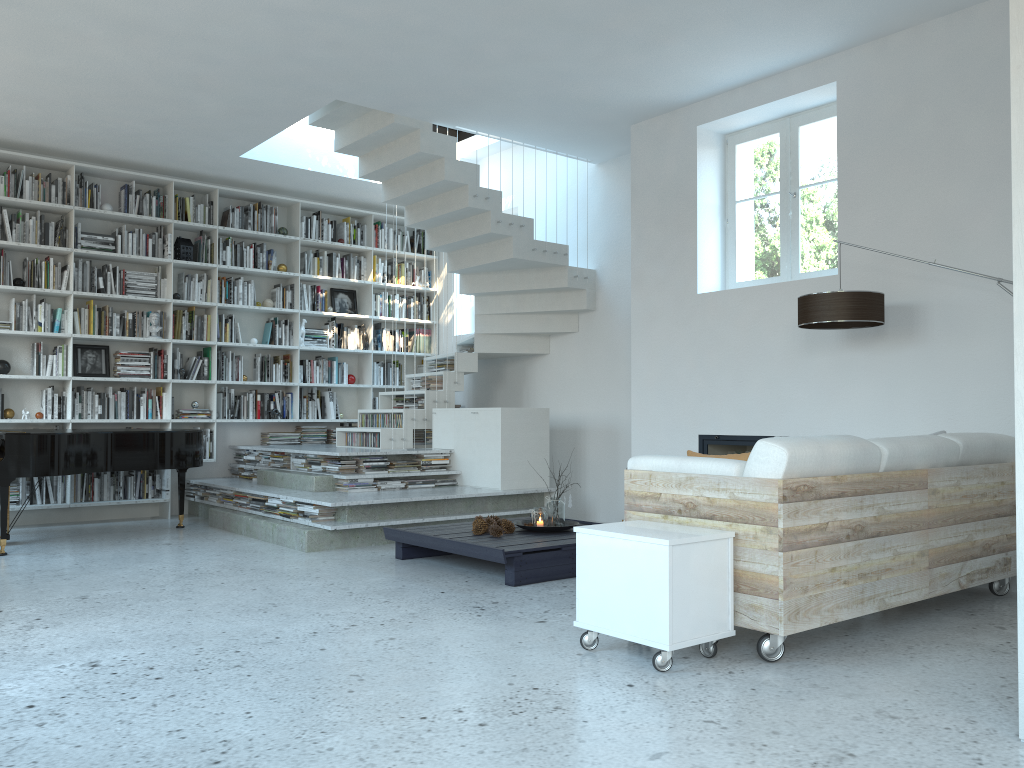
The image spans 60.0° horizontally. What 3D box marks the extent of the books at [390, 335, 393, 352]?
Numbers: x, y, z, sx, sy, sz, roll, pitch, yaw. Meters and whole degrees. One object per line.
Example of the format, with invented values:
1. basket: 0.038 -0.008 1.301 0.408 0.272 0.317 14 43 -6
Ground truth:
1. books: -1.365 -0.439 9.794 0.023 0.189 0.169 1 -2 -39

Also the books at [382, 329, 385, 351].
1. books: -1.445 -0.469 9.731 0.026 0.245 0.180 1 -2 -39

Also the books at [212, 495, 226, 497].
1. books: -2.559 0.990 7.891 0.147 0.012 0.206 2 -3 -38

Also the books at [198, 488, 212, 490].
1. books: -2.759 0.960 8.127 0.160 0.009 0.291 2 -3 -37

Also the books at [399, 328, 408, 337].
1. books: -1.217 -0.477 9.935 0.026 0.277 0.170 1 -2 -39

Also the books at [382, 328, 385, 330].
1. books: -1.434 -0.478 9.755 0.022 0.265 0.157 1 -2 -39

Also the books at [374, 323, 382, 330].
1. books: -1.472 -0.507 9.735 0.012 0.322 0.141 1 -2 -39

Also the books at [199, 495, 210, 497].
1. books: -2.757 1.017 8.127 0.147 0.012 0.206 2 -3 -44

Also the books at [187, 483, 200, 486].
1. books: -2.941 0.940 8.357 0.158 0.014 0.234 2 -3 -41

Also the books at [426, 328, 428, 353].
1. books: -1.012 -0.480 10.081 0.018 0.293 0.169 1 -2 -39

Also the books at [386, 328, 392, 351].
1. books: -1.395 -0.476 9.770 0.056 0.261 0.176 1 -2 -39

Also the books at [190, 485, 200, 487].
1. books: -2.930 0.957 8.366 0.133 0.017 0.231 2 -3 -38

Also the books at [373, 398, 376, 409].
1. books: -1.514 0.264 9.559 0.014 0.233 0.183 1 -2 -39

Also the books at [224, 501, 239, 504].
1. books: -2.363 1.016 7.648 0.140 0.008 0.283 2 -3 -41

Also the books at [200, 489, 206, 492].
1. books: -2.750 0.974 8.133 0.143 0.019 0.230 2 -3 -38

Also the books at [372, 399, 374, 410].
1. books: -1.544 0.273 9.542 0.031 0.214 0.165 1 -2 -39

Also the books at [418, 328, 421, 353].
1. books: -1.077 -0.482 10.017 0.018 0.293 0.169 1 -2 -39

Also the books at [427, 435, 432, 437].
1. books: -0.781 0.568 9.681 0.254 0.015 0.159 2 -3 -42

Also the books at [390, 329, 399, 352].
1. books: -1.315 -0.471 9.855 0.029 0.259 0.171 1 -2 -39

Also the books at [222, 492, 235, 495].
1. books: -2.383 0.939 7.634 0.182 0.016 0.199 2 -3 -34

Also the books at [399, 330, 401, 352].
1. books: -1.285 -0.467 9.888 0.012 0.254 0.161 1 -2 -39

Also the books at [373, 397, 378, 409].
1. books: -1.498 0.262 9.574 0.030 0.238 0.151 1 -2 -39

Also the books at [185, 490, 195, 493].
1. books: -2.953 1.006 8.346 0.177 0.012 0.278 2 -3 -43

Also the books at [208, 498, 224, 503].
1. books: -2.574 1.030 7.878 0.177 0.026 0.230 2 -3 -36

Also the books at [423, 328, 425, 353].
1. books: -1.041 -0.481 10.059 0.018 0.293 0.169 1 -2 -39

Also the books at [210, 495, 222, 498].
1. books: -2.558 1.000 7.891 0.149 0.007 0.300 2 -3 -39

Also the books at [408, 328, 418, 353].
1. books: -1.134 -0.481 9.989 0.072 0.291 0.169 1 -2 -39

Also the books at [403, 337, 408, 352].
1. books: -1.219 -0.430 9.897 0.024 0.181 0.191 1 -2 -39

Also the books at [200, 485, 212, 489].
1. books: -2.747 0.944 8.136 0.135 0.014 0.297 2 -3 -38

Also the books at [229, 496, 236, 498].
1. books: -2.363 0.963 7.649 0.140 0.013 0.180 2 -3 -36

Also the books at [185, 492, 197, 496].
1. books: -2.952 1.031 8.346 0.179 0.012 0.261 2 -3 -36

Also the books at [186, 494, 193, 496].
1. books: -2.944 1.041 8.352 0.155 0.009 0.233 2 -3 -44

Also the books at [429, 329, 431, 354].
1. books: -0.980 -0.479 10.099 0.018 0.293 0.169 1 -2 -39

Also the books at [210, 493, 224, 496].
1. books: -2.572 0.973 7.881 0.171 0.020 0.193 2 -3 -35

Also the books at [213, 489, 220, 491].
1. books: -2.556 0.940 7.895 0.130 0.018 0.255 2 -3 -36

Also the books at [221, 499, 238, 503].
1. books: -2.373 1.006 7.640 0.159 0.012 0.292 2 -3 -42

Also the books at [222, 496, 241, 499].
1. books: -2.374 0.975 7.641 0.159 0.011 0.246 2 -3 -43

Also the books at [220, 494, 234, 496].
1. books: -2.377 0.952 7.638 0.169 0.009 0.241 2 -3 -43

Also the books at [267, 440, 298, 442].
1. books: -2.353 0.577 8.998 0.308 0.008 0.195 2 -3 -37

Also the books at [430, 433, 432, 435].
1. books: -0.779 0.547 9.680 0.185 0.027 0.161 2 -3 -37

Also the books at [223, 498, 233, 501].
1. books: -2.369 0.994 7.644 0.165 0.012 0.205 2 -3 -39

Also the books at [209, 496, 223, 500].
1. books: -2.569 1.010 7.883 0.172 0.014 0.221 2 -3 -38

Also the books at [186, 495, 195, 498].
1. books: -2.943 1.053 8.352 0.171 0.016 0.241 2 -3 -39

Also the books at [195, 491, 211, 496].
1. books: -2.772 0.997 8.115 0.191 0.028 0.212 2 -3 -35

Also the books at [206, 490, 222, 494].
1. books: -2.574 0.956 7.880 0.180 0.015 0.294 2 -3 -41

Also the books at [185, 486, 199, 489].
1. books: -2.957 0.971 8.343 0.191 0.013 0.243 2 -3 -43

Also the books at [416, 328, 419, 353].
1. books: -1.105 -0.482 10.013 0.033 0.294 0.169 1 -2 -39

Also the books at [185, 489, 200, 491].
1. books: -2.951 0.995 8.348 0.188 0.009 0.211 2 -3 -40

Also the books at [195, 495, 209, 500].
1. books: -2.766 1.038 8.119 0.189 0.030 0.237 2 -3 -39

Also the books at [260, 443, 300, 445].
1. books: -2.350 0.607 8.993 0.346 0.007 0.193 2 -3 -35

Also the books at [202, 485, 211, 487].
1. books: -2.751 0.928 8.134 0.137 0.018 0.200 2 -3 -35

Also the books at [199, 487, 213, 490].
1. books: -2.751 0.954 8.133 0.126 0.005 0.290 2 -3 -44

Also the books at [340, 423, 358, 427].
1. books: -1.686 0.436 9.488 0.204 0.035 0.267 2 -3 -38

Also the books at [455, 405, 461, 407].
1. books: -0.701 0.235 9.518 0.267 0.026 0.161 2 -3 -34

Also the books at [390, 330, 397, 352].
1. books: -1.328 -0.466 9.831 0.022 0.247 0.181 1 -2 -39

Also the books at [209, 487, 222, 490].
1. books: -2.566 0.927 7.887 0.159 0.006 0.285 2 -3 -37

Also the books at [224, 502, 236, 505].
1. books: -2.370 1.027 7.642 0.157 0.014 0.180 2 -3 -42

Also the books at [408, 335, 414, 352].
1. books: -1.165 -0.442 9.961 0.088 0.217 0.167 1 -2 -39

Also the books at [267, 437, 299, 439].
1. books: -2.345 0.547 8.995 0.308 0.008 0.195 2 -3 -34

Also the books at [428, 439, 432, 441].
1. books: -0.774 0.612 9.672 0.237 0.017 0.138 2 -3 -42
